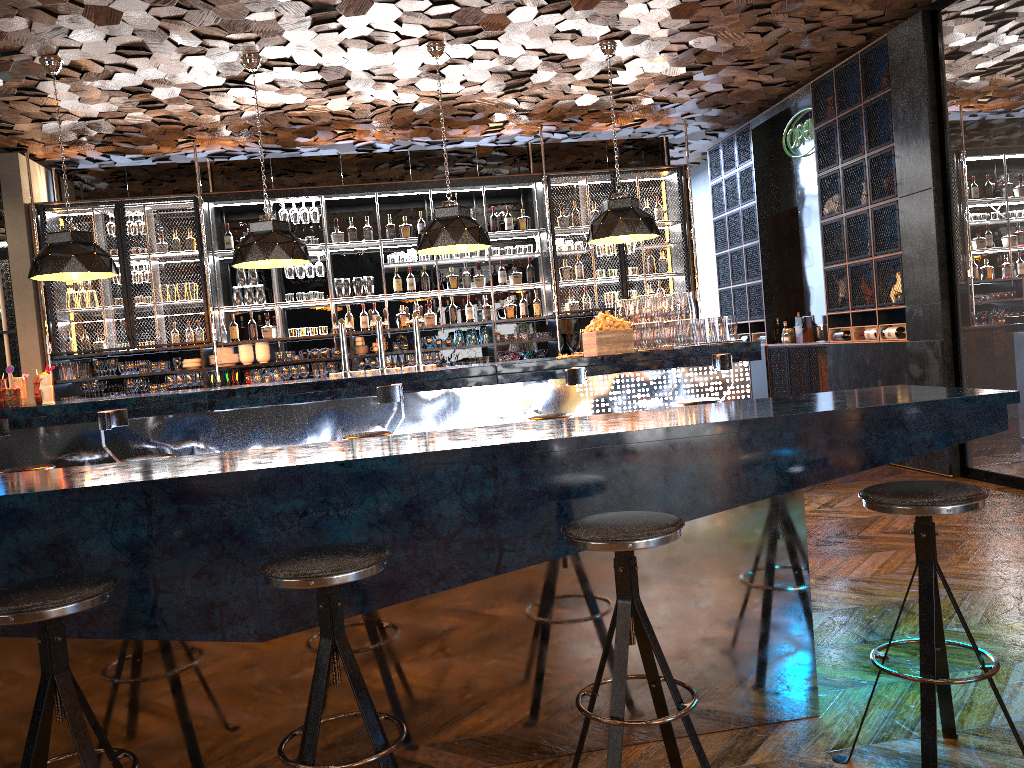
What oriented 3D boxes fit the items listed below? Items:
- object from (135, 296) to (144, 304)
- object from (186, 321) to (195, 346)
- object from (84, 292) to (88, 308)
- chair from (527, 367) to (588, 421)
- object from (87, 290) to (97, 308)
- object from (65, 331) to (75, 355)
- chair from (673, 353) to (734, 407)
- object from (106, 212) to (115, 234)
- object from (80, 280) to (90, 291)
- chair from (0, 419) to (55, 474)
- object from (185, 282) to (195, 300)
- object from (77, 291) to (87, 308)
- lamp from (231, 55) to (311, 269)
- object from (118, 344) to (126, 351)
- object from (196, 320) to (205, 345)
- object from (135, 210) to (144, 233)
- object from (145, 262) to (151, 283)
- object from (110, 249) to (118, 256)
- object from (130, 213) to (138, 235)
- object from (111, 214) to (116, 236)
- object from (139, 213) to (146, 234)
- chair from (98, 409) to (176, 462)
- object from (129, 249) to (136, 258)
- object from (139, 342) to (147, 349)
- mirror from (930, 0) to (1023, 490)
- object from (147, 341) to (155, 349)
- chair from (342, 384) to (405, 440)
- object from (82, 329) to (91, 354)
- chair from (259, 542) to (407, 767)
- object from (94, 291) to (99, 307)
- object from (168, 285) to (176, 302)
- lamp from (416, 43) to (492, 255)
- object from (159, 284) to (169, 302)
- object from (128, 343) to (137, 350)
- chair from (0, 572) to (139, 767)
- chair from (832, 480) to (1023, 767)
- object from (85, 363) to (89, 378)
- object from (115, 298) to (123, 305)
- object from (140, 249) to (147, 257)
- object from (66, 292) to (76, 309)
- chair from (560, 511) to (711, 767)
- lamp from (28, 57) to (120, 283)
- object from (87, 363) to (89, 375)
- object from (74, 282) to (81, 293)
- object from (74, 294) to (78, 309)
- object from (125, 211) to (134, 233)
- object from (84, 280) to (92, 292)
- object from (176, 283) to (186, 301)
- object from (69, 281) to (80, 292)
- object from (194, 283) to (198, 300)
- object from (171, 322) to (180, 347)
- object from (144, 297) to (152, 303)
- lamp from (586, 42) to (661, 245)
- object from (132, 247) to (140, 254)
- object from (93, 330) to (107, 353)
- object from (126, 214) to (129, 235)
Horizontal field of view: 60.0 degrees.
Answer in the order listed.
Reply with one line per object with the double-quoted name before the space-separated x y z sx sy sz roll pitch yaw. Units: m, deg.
"object" -3.779 -0.850 9.002 0.077 0.080 0.077 -6 3 -12
"object" -3.342 -0.521 9.193 0.075 0.260 0.075 -3 3 41
"object" -4.388 -0.852 9.091 0.092 0.182 0.092 -6 3 -13
"chair" 0.310 0.457 5.954 0.476 1.108 0.419 -5 2 7
"object" -4.267 -0.859 9.001 0.092 0.182 0.092 -6 3 -13
"object" -4.495 -0.412 9.005 0.075 0.261 0.075 -3 3 41
"chair" 1.334 0.359 6.169 0.476 1.108 0.419 -5 2 2
"object" -4.049 -1.621 8.948 0.081 0.213 0.081 -5 2 -2
"object" -4.337 -1.036 9.003 0.092 0.182 0.092 -6 3 -13
"chair" -2.990 0.765 5.448 0.476 1.108 0.419 -5 2 -8
"object" -3.300 -0.948 9.107 0.092 0.182 0.092 -6 3 -13
"object" -4.367 -0.850 8.997 0.092 0.182 0.092 -6 3 -13
"lamp" -1.912 -1.698 6.779 0.582 1.564 0.607 -5 2 -8
"object" -3.964 -0.368 9.024 0.077 0.080 0.077 -3 3 31
"object" -3.237 -0.529 9.188 0.075 0.260 0.075 -3 3 41
"object" -3.780 -1.646 8.987 0.081 0.213 0.081 -5 2 -2
"object" -3.758 -1.153 9.151 0.081 0.213 0.081 -5 2 -2
"object" -4.052 -1.327 9.036 0.077 0.080 0.077 -6 3 -17
"object" -3.890 -1.642 9.116 0.081 0.213 0.081 -5 2 -2
"object" -4.070 -1.626 9.090 0.081 0.213 0.081 -5 2 -2
"object" -3.801 -1.651 9.129 0.081 0.213 0.081 -5 2 -2
"chair" -2.239 0.700 5.436 0.476 1.108 0.419 -5 2 -8
"object" -3.918 -1.343 9.143 0.077 0.080 0.077 -7 3 -42
"object" -3.796 -0.387 9.123 0.077 0.080 0.077 -7 3 -42
"mirror" 3.362 -1.041 6.085 0.026 3.551 1.194 -5 2 -8
"object" -3.697 -0.394 9.082 0.077 0.080 0.077 -6 3 -20
"chair" -0.883 0.570 5.733 0.476 1.108 0.419 -5 2 7
"object" -4.326 -0.427 9.002 0.075 0.260 0.075 -4 3 26
"chair" -0.437 0.829 2.254 0.419 0.813 0.419 -6 3 -13
"object" -4.292 -0.861 9.095 0.092 0.182 0.092 -6 3 -13
"object" -3.517 -0.932 9.174 0.092 0.182 0.092 -6 3 -13
"lamp" -0.520 -1.822 6.861 0.582 1.564 0.607 -5 2 -8
"object" -3.557 -0.924 9.067 0.092 0.182 0.092 -6 3 -13
"object" -3.859 -0.377 9.028 0.077 0.080 0.077 -6 3 -22
"chair" -1.091 0.890 2.161 0.419 0.813 0.419 -6 3 -13
"chair" 1.153 0.683 2.437 0.419 0.813 0.419 -6 3 -13
"object" -4.329 -0.134 8.992 0.051 0.152 0.058 -4 3 18
"object" -4.014 -0.832 9.061 0.077 0.080 0.077 -5 2 4
"object" -3.812 -1.353 9.168 0.077 0.080 0.077 -4 3 27
"object" -4.470 -0.840 8.982 0.092 0.182 0.092 -6 3 -13
"chair" 0.324 0.759 2.351 0.419 0.813 0.419 -6 3 -13
"lamp" -3.265 -1.541 6.458 0.582 1.606 0.607 -5 2 -8
"object" -4.353 -0.134 9.048 0.051 0.152 0.058 -4 3 16
"object" -4.455 -1.029 9.077 0.092 0.182 0.092 -6 3 -13
"object" -4.494 -0.843 9.082 0.092 0.182 0.092 -6 3 -13
"object" -3.870 -1.638 8.974 0.081 0.213 0.081 -5 2 -2
"object" -4.352 -1.038 9.081 0.092 0.182 0.092 -6 3 -13
"object" -3.396 -0.939 9.114 0.092 0.182 0.092 -6 3 -13
"object" -4.436 -1.026 8.981 0.092 0.182 0.092 -6 3 -13
"object" -3.304 -0.951 9.202 0.092 0.182 0.092 -6 3 -13
"object" -3.474 -0.507 9.152 0.075 0.261 0.075 -3 3 41
"object" -3.761 -0.859 9.164 0.077 0.080 0.077 -6 3 -12
"lamp" 0.838 -1.953 7.178 0.582 1.564 0.607 -5 2 -8
"object" -3.815 -1.346 9.006 0.077 0.080 0.077 -4 3 27
"object" -4.191 -0.431 9.032 0.108 0.244 0.108 -5 2 5
"object" -3.976 -1.634 9.104 0.081 0.213 0.081 -5 2 -2
